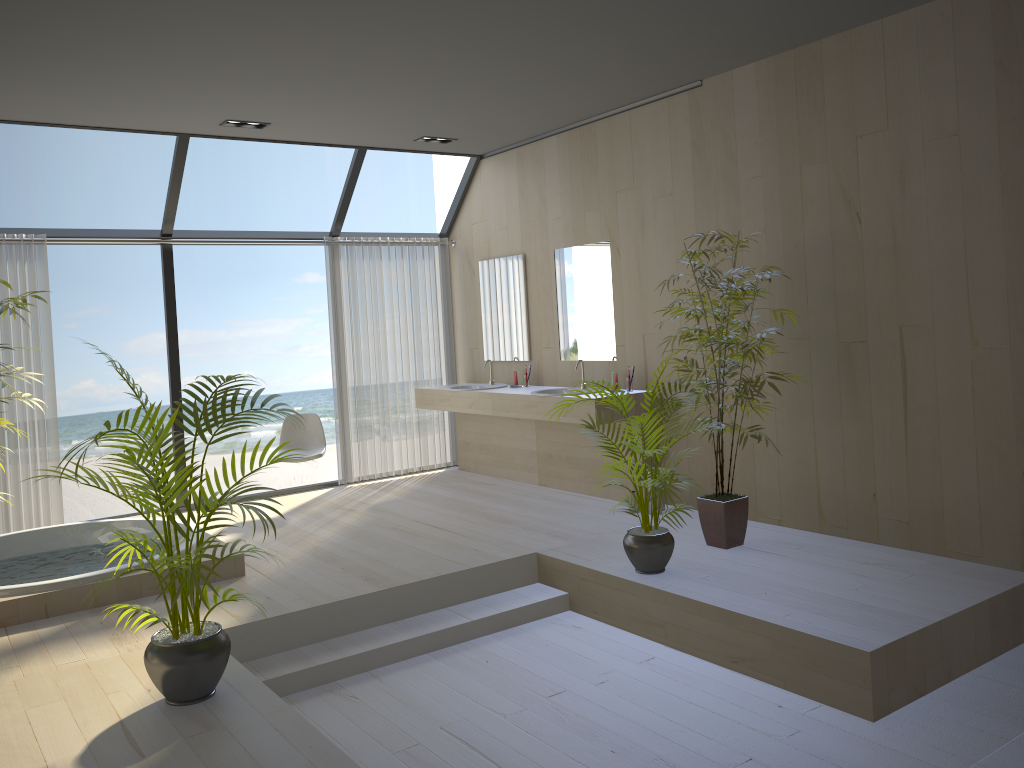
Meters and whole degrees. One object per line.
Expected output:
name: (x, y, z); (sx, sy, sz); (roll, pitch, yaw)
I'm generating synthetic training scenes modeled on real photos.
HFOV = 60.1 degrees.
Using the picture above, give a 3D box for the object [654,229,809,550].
object: (1.191, 0.019, 4.925); (0.787, 1.755, 0.936); (-4, 1, -10)

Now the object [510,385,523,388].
object: (0.035, 0.016, 7.086); (0.104, 0.029, 0.033); (-3, 2, 5)

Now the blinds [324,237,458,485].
blinds: (-1.029, -0.245, 7.729); (1.185, 2.069, 0.084); (-4, 1, -35)

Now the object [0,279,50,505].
object: (-2.439, 0.312, 3.737); (0.787, 1.755, 0.936); (-4, 1, -10)

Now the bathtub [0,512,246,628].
bathtub: (-2.677, 1.056, 4.990); (1.825, 0.698, 1.646); (-6, 4, -35)

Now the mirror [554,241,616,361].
mirror: (0.551, -0.608, 6.641); (0.023, 0.868, 0.653); (-4, 2, -35)

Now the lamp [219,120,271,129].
lamp: (-1.822, -1.820, 6.031); (0.301, 0.112, 0.164); (-6, 4, -35)

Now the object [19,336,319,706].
object: (-1.192, 0.470, 3.290); (0.872, 1.344, 1.068); (-2, 2, 43)

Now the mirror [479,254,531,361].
mirror: (-0.068, -0.630, 7.472); (0.023, 0.868, 0.653); (-4, 2, -35)

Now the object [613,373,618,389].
object: (0.724, -0.010, 6.181); (0.039, 0.135, 0.039); (-3, 1, 6)

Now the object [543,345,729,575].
object: (0.621, 0.372, 4.462); (0.916, 1.156, 0.752); (-3, 2, -2)

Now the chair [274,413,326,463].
chair: (-1.640, 0.419, 6.851); (0.369, 0.347, 0.455); (-4, 3, -7)

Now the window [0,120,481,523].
window: (-2.258, -0.440, 6.635); (4.571, 2.811, 0.744); (-5, 2, -35)

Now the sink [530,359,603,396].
sink: (0.395, 0.042, 6.365); (0.505, 0.419, 0.573); (-5, 3, -32)

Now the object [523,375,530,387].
object: (0.120, -0.023, 7.121); (0.059, 0.100, 0.058); (-4, 2, -28)

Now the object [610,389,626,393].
object: (0.730, 0.045, 6.101); (0.104, 0.029, 0.033); (-3, 2, 5)

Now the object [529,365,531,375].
object: (0.133, -0.065, 7.123); (0.054, 0.175, 0.012); (-3, 1, -10)

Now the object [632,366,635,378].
object: (0.828, -0.037, 6.138); (0.054, 0.175, 0.012); (-3, 1, -10)

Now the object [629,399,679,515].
object: (0.958, 0.474, 5.888); (0.273, 0.748, 0.408); (-2, 2, 43)

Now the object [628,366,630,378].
object: (0.810, -0.035, 6.106); (0.012, 0.178, 0.050); (-3, 1, 4)

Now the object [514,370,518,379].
object: (0.030, -0.046, 7.280); (0.039, 0.135, 0.039); (-3, 1, 14)

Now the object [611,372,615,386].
object: (0.725, -0.018, 6.295); (0.039, 0.135, 0.039); (-3, 1, 6)

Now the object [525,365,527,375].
object: (0.116, -0.063, 7.091); (0.012, 0.178, 0.050); (-3, 1, 4)

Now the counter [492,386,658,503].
counter: (0.438, 0.450, 6.424); (0.551, 0.790, 1.205); (-4, 3, -35)

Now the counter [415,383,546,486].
counter: (-0.256, 0.422, 7.410); (0.551, 0.790, 1.205); (-4, 3, -35)

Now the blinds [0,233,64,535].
blinds: (-3.683, 0.039, 5.853); (1.185, 2.069, 0.084); (-4, 1, -35)

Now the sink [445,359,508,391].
sink: (-0.299, 0.013, 7.351); (0.505, 0.419, 0.573); (-5, 3, -32)

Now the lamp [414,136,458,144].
lamp: (-0.598, -1.951, 6.897); (0.301, 0.112, 0.164); (-6, 4, -35)

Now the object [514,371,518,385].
object: (0.029, -0.038, 7.166); (0.039, 0.135, 0.039); (-3, 1, 14)

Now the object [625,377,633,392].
object: (0.815, 0.005, 6.136); (0.058, 0.100, 0.058); (-4, 2, -25)
